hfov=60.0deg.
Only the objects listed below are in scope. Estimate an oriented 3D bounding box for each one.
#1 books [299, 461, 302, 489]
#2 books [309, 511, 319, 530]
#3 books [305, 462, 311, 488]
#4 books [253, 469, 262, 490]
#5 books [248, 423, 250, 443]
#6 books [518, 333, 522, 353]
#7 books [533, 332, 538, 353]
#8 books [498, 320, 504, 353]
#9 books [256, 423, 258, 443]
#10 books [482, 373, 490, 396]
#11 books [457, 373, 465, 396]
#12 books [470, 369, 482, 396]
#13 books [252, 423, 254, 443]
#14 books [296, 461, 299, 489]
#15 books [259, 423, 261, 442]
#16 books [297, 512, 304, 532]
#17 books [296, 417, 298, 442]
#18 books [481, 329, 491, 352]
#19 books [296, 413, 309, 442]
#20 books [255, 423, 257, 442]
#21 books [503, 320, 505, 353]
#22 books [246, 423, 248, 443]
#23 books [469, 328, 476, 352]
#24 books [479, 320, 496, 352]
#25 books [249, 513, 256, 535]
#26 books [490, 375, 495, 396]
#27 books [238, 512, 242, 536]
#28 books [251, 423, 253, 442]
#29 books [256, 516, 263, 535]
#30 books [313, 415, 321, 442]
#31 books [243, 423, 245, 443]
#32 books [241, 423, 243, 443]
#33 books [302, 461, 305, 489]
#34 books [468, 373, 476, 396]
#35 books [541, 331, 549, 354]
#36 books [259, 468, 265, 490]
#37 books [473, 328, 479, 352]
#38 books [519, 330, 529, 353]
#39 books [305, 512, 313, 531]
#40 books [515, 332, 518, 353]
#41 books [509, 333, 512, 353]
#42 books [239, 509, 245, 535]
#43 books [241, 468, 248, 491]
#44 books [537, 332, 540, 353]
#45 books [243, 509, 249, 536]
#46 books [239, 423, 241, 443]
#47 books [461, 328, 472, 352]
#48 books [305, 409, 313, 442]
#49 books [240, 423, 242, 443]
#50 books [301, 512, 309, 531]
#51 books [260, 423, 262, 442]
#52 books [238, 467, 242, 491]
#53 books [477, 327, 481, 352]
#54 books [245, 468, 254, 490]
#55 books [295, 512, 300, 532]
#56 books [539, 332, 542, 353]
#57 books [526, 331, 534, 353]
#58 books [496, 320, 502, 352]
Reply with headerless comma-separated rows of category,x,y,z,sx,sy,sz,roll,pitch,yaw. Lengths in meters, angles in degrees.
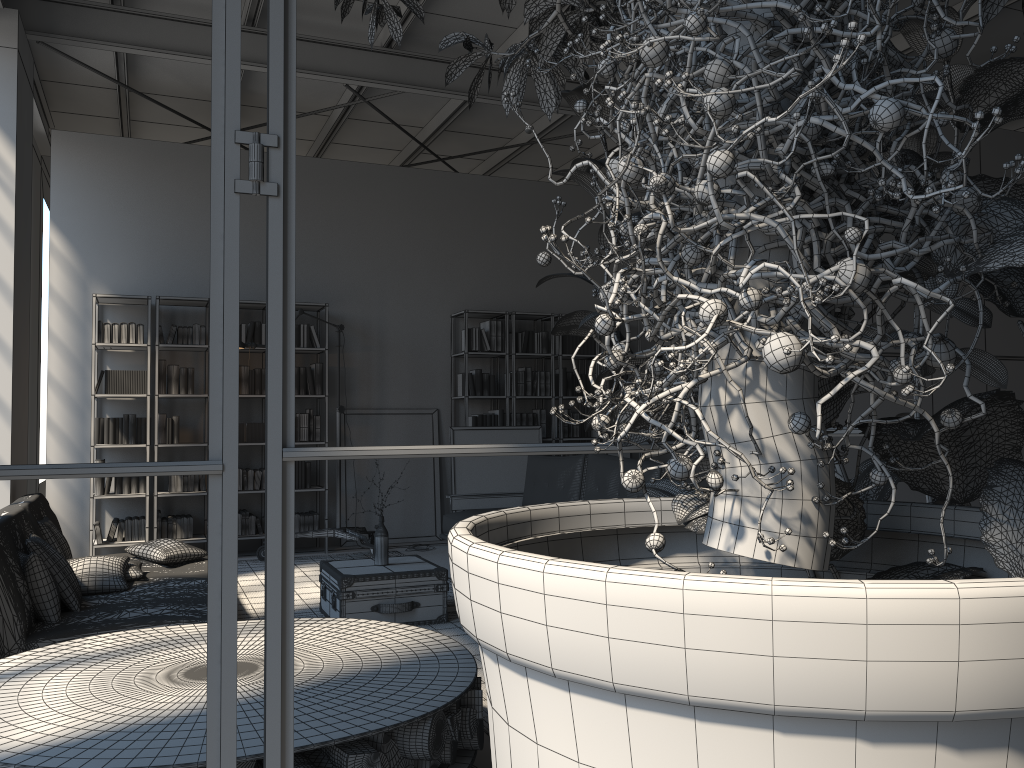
books,-1.943,0.819,8.088,0.027,0.278,0.202,1,-3,-22
books,-1.833,1.270,8.187,0.047,0.184,0.271,1,-3,-22
books,-1.885,0.836,8.135,0.057,0.244,0.180,1,-3,-22
books,-2.311,0.864,8.003,0.077,0.185,0.259,1,-3,-22
books,-2.357,0.436,7.928,0.012,0.177,0.134,1,-3,-22
books,0.050,-0.404,9.009,0.039,0.222,0.161,1,-3,-22
books,0.208,-0.405,9.075,0.035,0.229,0.196,1,-3,-22
books,-0.143,-0.471,8.903,0.027,0.326,0.272,1,-3,-22
books,-2.293,0.436,7.955,0.012,0.177,0.134,1,-3,-22
books,-0.288,0.015,8.877,0.083,0.242,0.178,1,-3,-22
books,-0.487,0.013,8.794,0.057,0.242,0.178,1,-3,-22
books,-0.357,-0.005,8.829,0.065,0.278,0.204,1,-3,-22
books,-2.325,0.436,7.941,0.012,0.177,0.134,1,-3,-22
books,-1.969,0.819,8.079,0.027,0.278,0.202,1,-3,-22
books,-2.272,0.437,7.963,0.012,0.177,0.134,1,-3,-22
books,-1.944,1.272,8.125,0.040,0.176,0.242,1,-3,-22
books,-1.990,0.419,8.152,0.022,0.226,0.163,1,-3,-22
books,-0.289,-0.427,8.764,0.107,0.229,0.184,1,-3,-22
books,-1.929,0.398,8.152,0.091,0.265,0.193,1,-3,-22
books,-2.304,0.436,7.950,0.012,0.177,0.134,1,-3,-22
books,-0.115,-0.469,8.927,0.033,0.326,0.303,1,-3,-22
books,-2.368,0.436,7.924,0.012,0.177,0.134,1,-3,-22
books,-0.401,-0.431,8.719,0.032,0.231,0.179,1,-3,-22
books,-0.246,-0.469,8.878,0.068,0.318,0.319,1,-3,-22
books,-2.361,1.267,8.016,0.056,0.185,0.260,1,-3,-22
books,-0.218,0.026,8.903,0.052,0.223,0.164,1,-3,-22
books,-2.478,1.254,7.979,0.061,0.207,0.283,1,-3,-22
books,-2.336,0.436,7.937,0.012,0.177,0.134,1,-3,-22
books,-2.298,1.282,8.033,0.069,0.157,0.241,1,-2,-21
books,-1.810,0.410,8.191,0.057,0.244,0.178,1,-3,-22
books,-2.404,0.440,7.932,0.012,0.177,0.134,1,-3,-22
books,-2.415,0.440,7.927,0.012,0.177,0.134,1,-3,-22
books,-1.919,0.820,8.099,0.027,0.278,0.202,1,-3,-22
books,-0.419,0.014,8.801,0.077,0.244,0.178,1,-3,-21
books,0.309,-0.414,9.118,0.083,0.242,0.178,1,-3,-22
books,-2.248,0.858,8.019,0.047,0.190,0.278,1,-3,-22
books,-0.372,-0.431,8.731,0.032,0.231,0.179,1,-3,-22
books,0.111,-0.416,9.015,0.077,0.244,0.178,1,-3,-23
books,-1.870,1.273,8.156,0.040,0.176,0.242,1,-3,-22
books,0.023,-0.405,8.998,0.019,0.224,0.168,1,-3,-22
books,-0.043,-0.401,8.970,0.043,0.213,0.154,1,-3,-22
books,-2.438,1.249,8.002,0.030,0.217,0.295,1,-3,-22
books,-2.408,0.857,7.954,0.045,0.191,0.275,1,-3,-23
books,0.235,-0.407,9.086,0.023,0.232,0.187,1,-3,-22
books,-2.405,1.249,8.005,0.033,0.223,0.275,1,-3,-22
books,-2.436,0.440,7.918,0.012,0.177,0.134,1,-3,-22
books,-0.445,-0.429,8.710,0.052,0.223,0.164,1,-3,-22
books,-1.879,0.380,8.211,0.038,0.303,0.222,1,-3,-22
books,-2.426,0.440,7.923,0.012,0.177,0.134,1,-3,-22
books,-1.907,1.273,8.141,0.040,0.176,0.242,1,-3,-22
books,-2.261,0.437,7.968,0.012,0.177,0.134,1,-3,-22
books,-2.458,0.848,7.932,0.061,0.204,0.281,1,-3,-22
books,-0.347,-0.433,8.741,0.022,0.236,0.186,1,-3,-22
books,-2.364,0.857,7.971,0.049,0.193,0.278,1,-3,-22
books,-1.992,1.268,8.115,0.056,0.185,0.260,1,-3,-22
books,0.258,-0.409,9.096,0.027,0.238,0.180,1,-3,-22
books,0.164,-0.415,9.058,0.057,0.242,0.178,1,-3,-22
books,-0.189,-0.469,8.901,0.056,0.315,0.317,1,-3,-22
